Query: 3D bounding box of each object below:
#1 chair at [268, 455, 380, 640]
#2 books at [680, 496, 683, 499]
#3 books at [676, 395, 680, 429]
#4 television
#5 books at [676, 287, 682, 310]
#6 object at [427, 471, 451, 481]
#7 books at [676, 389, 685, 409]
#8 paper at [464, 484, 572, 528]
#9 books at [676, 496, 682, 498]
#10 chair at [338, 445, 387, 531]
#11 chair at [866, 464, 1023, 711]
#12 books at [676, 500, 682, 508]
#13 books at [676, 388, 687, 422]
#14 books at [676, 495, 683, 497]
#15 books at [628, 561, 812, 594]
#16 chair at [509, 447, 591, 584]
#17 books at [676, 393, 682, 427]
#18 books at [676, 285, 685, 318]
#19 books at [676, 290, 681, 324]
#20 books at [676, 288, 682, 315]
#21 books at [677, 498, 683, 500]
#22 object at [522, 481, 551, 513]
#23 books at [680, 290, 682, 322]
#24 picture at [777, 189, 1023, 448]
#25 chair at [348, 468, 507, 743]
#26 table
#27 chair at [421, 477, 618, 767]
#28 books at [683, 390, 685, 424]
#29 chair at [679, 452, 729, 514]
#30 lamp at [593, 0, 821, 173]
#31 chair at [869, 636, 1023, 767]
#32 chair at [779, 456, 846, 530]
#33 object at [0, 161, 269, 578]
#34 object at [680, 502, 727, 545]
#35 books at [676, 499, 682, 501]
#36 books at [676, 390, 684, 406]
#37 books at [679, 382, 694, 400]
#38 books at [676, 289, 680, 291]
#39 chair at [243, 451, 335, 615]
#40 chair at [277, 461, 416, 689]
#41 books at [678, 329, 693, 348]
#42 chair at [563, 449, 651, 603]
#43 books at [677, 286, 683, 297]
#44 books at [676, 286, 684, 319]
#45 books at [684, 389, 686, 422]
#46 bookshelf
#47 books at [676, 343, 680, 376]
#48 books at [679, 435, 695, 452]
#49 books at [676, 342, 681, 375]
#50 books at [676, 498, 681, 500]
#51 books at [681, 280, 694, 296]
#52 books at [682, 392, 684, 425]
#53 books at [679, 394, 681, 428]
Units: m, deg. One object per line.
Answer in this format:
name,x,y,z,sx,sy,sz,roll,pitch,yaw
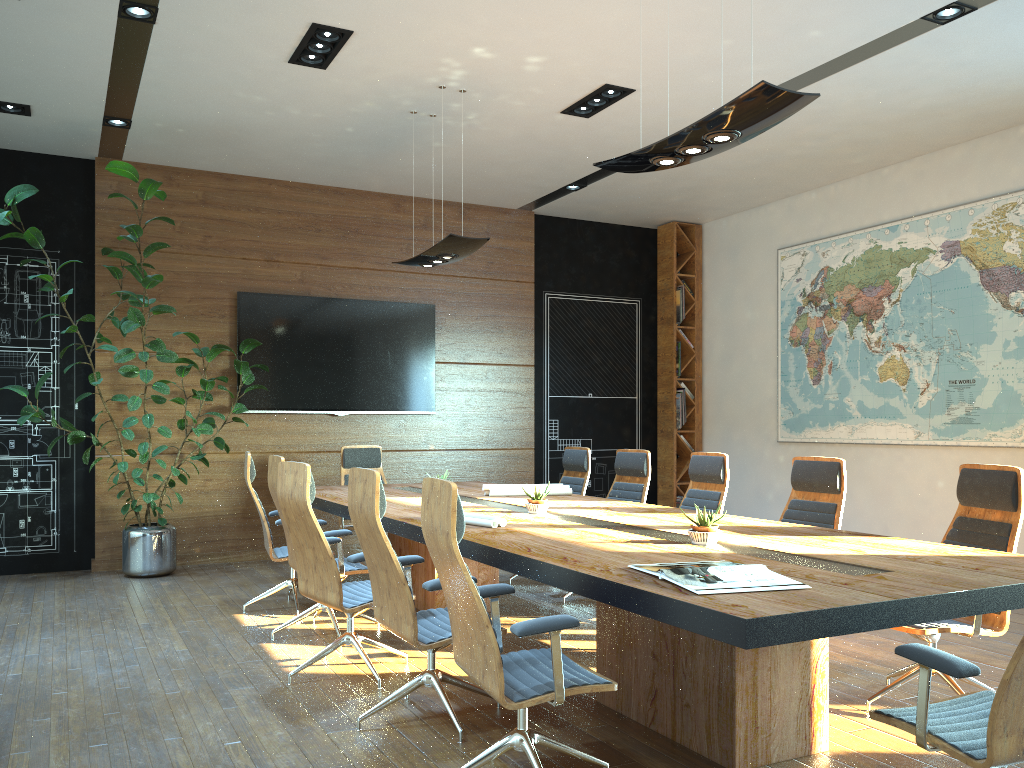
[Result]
chair,-1.160,1.007,5.551,0.696,1.127,0.706,0,-1,-26
books,-1.629,1.432,8.718,7.982,0.381,0.390,1,-2,-27
books,-1.631,0.249,8.722,7.871,0.398,0.398,1,-2,-27
television,-1.727,-0.268,8.923,2.030,1.180,0.075,1,0,-27
books,-1.632,-1.004,8.723,7.915,0.399,0.398,1,-2,-27
object,-0.537,0.725,6.543,0.153,0.188,0.177,1,-2,-39
books,-1.626,0.180,8.711,8.008,0.401,0.386,1,-2,-27
paper,-0.097,0.728,5.542,0.628,0.083,2.243,-1,-3,13
books,-1.626,1.443,8.712,7.941,0.399,0.398,1,-2,-27
chair,-1.219,1.115,7.873,0.706,1.127,0.696,0,-1,-32
chair,1.961,0.942,4.133,0.696,1.127,0.706,0,-1,-12
books,-1.615,1.474,8.691,7.898,0.383,0.400,1,-2,-27
books,-1.627,0.165,8.713,8.042,0.397,0.391,1,-2,-27
books,-1.629,1.427,8.718,7.990,0.384,0.384,1,-2,-27
books,0.675,0.630,2.973,0.389,0.033,0.545,1,-3,-15
chair,0.281,1.095,7.451,0.696,1.127,0.706,0,-1,-27
books,-1.632,0.232,8.723,7.908,0.399,0.398,1,-2,-27
books,-1.629,-1.039,8.718,7.993,0.393,0.398,1,-2,-27
books,-1.628,-0.975,8.716,7.866,0.390,0.398,1,-2,-27
books,-1.630,-0.997,8.720,7.906,0.396,0.398,1,-2,-27
books,-1.613,1.457,8.687,7.913,0.397,0.399,1,-2,-27
object,0.147,0.664,5.219,0.153,0.188,0.178,0,-1,13
books,-1.628,-0.985,8.716,7.896,0.383,0.400,1,-2,-27
picture,3.581,-0.474,8.034,0.030,2.063,3.236,0,-2,-27
chair,-0.359,0.934,3.957,0.696,1.127,0.706,0,-1,-27
table,0.154,1.152,5.213,1.785,0.797,5.545,1,-3,-27
chair,0.039,0.898,3.185,0.696,1.127,0.706,0,-1,-20
books,-1.627,0.188,8.713,8.000,0.397,0.388,1,-2,-27
chair,1.068,1.026,5.948,0.696,1.127,0.706,0,-1,-24
lamp,0.803,-1.628,3.925,0.340,1.199,1.197,0,-1,-27
chair,1.442,0.872,2.625,0.706,1.127,0.696,0,-1,-25
chair,1.524,0.985,5.074,0.696,1.127,0.706,0,-1,-27
object,-3.302,-0.020,7.669,1.681,3.367,2.038,0,-1,15
object,0.839,0.601,3.867,0.153,0.188,0.177,-1,-1,38
books,-1.616,1.466,8.692,7.904,0.389,0.398,1,-2,-27
books,-1.626,0.194,8.712,7.978,0.403,0.391,1,-2,-27
books,-1.618,0.002,8.695,8.423,0.208,0.176,1,-2,-27
books,-1.631,-0.982,8.721,7.875,0.397,0.399,1,-2,-27
chair,-1.560,1.043,6.319,0.696,1.127,0.706,0,-1,-19
chair,-0.852,0.967,4.676,0.696,1.127,0.706,1,-1,-35
books,-1.637,-0.615,8.734,8.418,0.230,0.238,1,-2,-27
chair,0.668,1.060,6.684,0.696,1.127,0.706,0,-1,-31
books,-1.627,-1.017,8.713,7.944,0.398,0.391,1,-2,-27
books,-1.628,-1.028,8.717,7.968,0.395,0.398,1,-2,-27
books,-1.628,0.178,8.716,8.025,0.388,0.390,1,-2,-27
bookshelf,-1.644,-0.134,8.746,8.628,3.690,0.319,1,-1,-27
books,-1.632,-0.364,8.723,7.871,0.390,0.398,1,-2,-27
books,-1.624,0.631,8.709,8.425,0.220,0.233,1,-2,-27
books,-1.628,-0.372,8.717,7.884,0.395,0.398,1,-2,-27
books,-1.630,1.457,8.719,7.923,0.383,0.400,1,-2,-27
books,-1.615,0.012,8.690,8.418,2.647,0.161,1,-1,-27
books,-1.628,0.210,8.716,7.961,0.389,0.398,1,-2,-27
books,-1.628,0.245,8.715,7.880,0.396,0.398,1,-2,-27
